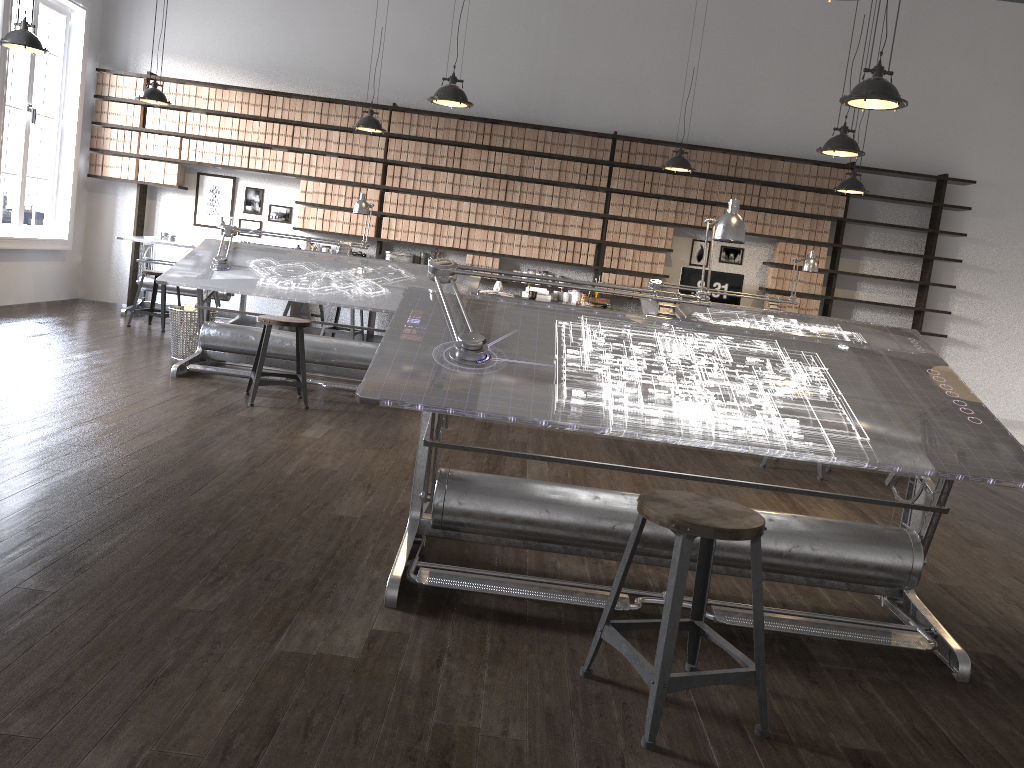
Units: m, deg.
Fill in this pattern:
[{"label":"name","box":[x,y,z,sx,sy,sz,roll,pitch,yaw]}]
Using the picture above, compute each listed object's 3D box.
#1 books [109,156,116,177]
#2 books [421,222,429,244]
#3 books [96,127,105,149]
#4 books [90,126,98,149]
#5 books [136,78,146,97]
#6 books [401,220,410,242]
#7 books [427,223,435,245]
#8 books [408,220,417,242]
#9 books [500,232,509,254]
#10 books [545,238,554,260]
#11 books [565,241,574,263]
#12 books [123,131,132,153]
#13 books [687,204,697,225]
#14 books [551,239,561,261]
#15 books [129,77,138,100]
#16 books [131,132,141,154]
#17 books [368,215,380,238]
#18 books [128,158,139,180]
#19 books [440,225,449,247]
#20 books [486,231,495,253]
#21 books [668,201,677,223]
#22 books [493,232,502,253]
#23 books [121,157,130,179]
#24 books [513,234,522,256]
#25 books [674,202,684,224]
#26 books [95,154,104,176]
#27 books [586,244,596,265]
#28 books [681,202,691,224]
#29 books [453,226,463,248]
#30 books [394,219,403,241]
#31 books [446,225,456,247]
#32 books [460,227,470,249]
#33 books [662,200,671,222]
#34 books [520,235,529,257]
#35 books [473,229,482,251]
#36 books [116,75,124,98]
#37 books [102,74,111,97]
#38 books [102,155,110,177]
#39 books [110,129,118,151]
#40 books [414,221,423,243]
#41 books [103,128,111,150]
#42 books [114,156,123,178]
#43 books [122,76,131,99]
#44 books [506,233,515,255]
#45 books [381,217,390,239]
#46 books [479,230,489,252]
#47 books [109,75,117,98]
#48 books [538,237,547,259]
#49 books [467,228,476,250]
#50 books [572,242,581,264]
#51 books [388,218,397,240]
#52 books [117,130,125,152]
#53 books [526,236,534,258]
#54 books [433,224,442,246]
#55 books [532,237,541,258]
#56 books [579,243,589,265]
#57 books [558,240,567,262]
[{"label":"books","box":[-4.186,-2.290,9.366,0.067,0.224,0.175,7,7,0]},{"label":"books","box":[-0.914,-1.595,9.376,0.067,0.224,0.175,7,7,0]},{"label":"books","box":[-4.302,-2.582,9.343,0.067,0.224,0.175,7,7,0]},{"label":"books","box":[-4.369,-2.590,9.337,0.067,0.224,0.175,7,7,0]},{"label":"books","box":[-3.866,-3.075,9.286,0.067,0.224,0.175,7,7,0]},{"label":"books","box":[-1.118,-1.621,9.377,0.067,0.224,0.175,7,7,0]},{"label":"books","box":[-0.848,-1.586,9.371,0.067,0.224,0.175,7,7,0]},{"label":"books","box":[-1.049,-1.612,9.373,0.067,0.224,0.175,7,7,0]},{"label":"books","box":[-0.082,-1.487,9.374,0.067,0.224,0.175,7,7,0]},{"label":"books","box":[0.395,-1.425,9.371,0.067,0.224,0.175,7,7,0]},{"label":"books","box":[0.610,-1.397,9.364,0.067,0.224,0.175,7,7,0]},{"label":"books","box":[-4.017,-2.544,9.337,0.067,0.224,0.175,7,7,0]},{"label":"books","box":[1.883,-1.778,9.308,0.067,0.224,0.175,7,7,0]},{"label":"books","box":[0.465,-1.416,9.366,0.067,0.224,0.175,7,7,0]},{"label":"books","box":[-3.937,-3.084,9.285,0.067,0.224,0.175,7,7,0]},{"label":"books","box":[-3.943,-2.535,9.342,0.067,0.224,0.175,7,7,0]},{"label":"books","box":[-1.460,-1.665,9.375,0.067,0.224,0.175,7,7,0]},{"label":"books","box":[-3.980,-2.263,9.364,0.067,0.224,0.175,7,7,0]},{"label":"books","box":[-0.711,-1.569,9.376,0.067,0.224,0.175,7,7,0]},{"label":"books","box":[-0.223,-1.505,9.367,0.067,0.224,0.175,7,7,0]},{"label":"books","box":[1.676,-1.805,9.307,0.067,0.224,0.175,7,7,0]},{"label":"books","box":[-0.151,-1.496,9.370,0.067,0.224,0.175,7,7,0]},{"label":"books","box":[-4.052,-2.272,9.361,0.067,0.224,0.175,7,7,0]},{"label":"books","box":[0.057,-1.468,9.368,0.067,0.224,0.175,7,7,0]},{"label":"books","box":[1.743,-1.797,9.313,0.067,0.224,0.175,7,7,0]},{"label":"books","box":[-4.324,-2.307,9.364,0.067,0.224,0.175,7,7,0]},{"label":"books","box":[0.835,-1.368,9.366,0.067,0.224,0.175,7,7,0]},{"label":"books","box":[1.813,-1.788,9.312,0.067,0.224,0.175,7,7,0]},{"label":"books","box":[-0.570,-1.551,9.376,0.067,0.224,0.175,7,7,0]},{"label":"books","box":[-1.188,-1.631,9.380,0.067,0.224,0.175,7,7,0]},{"label":"books","box":[-0.641,-1.559,9.372,0.067,0.224,0.175,7,7,0]},{"label":"books","box":[-0.496,-1.540,9.370,0.067,0.224,0.175,7,7,0]},{"label":"books","box":[1.610,-1.814,9.312,0.067,0.224,0.175,7,7,0]},{"label":"books","box":[0.129,-1.459,9.369,0.067,0.224,0.175,7,7,0]},{"label":"books","box":[-0.357,-1.523,9.372,0.067,0.224,0.175,7,7,0]},{"label":"books","box":[-4.076,-3.103,9.291,0.067,0.224,0.175,7,7,0]},{"label":"books","box":[-4.217,-3.120,9.285,0.067,0.224,0.175,7,7,0]},{"label":"books","box":[-4.251,-2.298,9.369,0.067,0.224,0.175,7,7,0]},{"label":"books","box":[-4.161,-2.563,9.338,0.067,0.224,0.175,7,7,0]},{"label":"books","box":[-0.977,-1.603,9.375,0.067,0.224,0.175,7,7,0]},{"label":"books","box":[-4.232,-2.573,9.343,0.067,0.224,0.175,7,7,0]},{"label":"books","box":[-4.123,-2.281,9.362,0.067,0.224,0.175,7,7,0]},{"label":"books","box":[-4.007,-3.094,9.289,0.067,0.224,0.175,7,7,0]},{"label":"books","box":[-0.013,-1.478,9.372,0.067,0.224,0.175,7,7,0]},{"label":"books","box":[-1.329,-1.648,9.373,0.067,0.224,0.175,7,7,0]},{"label":"books","box":[-0.295,-1.514,9.368,0.067,0.224,0.175,7,7,0]},{"label":"books","box":[-4.145,-3.111,9.288,0.067,0.224,0.175,7,7,0]},{"label":"books","box":[0.324,-1.434,9.371,0.067,0.224,0.175,7,7,0]},{"label":"books","box":[-0.422,-1.531,9.375,0.067,0.224,0.175,7,7,0]},{"label":"books","box":[0.683,-1.388,9.370,0.067,0.224,0.175,7,7,0]},{"label":"books","box":[-1.257,-1.639,9.376,0.067,0.224,0.175,7,7,0]},{"label":"books","box":[-4.091,-2.555,9.342,0.067,0.224,0.175,7,7,0]},{"label":"books","box":[0.191,-1.452,9.370,0.067,0.224,0.175,7,7,0]},{"label":"books","box":[-0.781,-1.578,9.376,0.067,0.224,0.175,7,7,0]},{"label":"books","box":[0.257,-1.442,9.365,0.067,0.224,0.175,7,7,0]},{"label":"books","box":[0.758,-1.378,9.364,0.067,0.224,0.175,7,7,0]},{"label":"books","box":[0.535,-1.407,9.370,0.067,0.224,0.175,7,7,0]}]
